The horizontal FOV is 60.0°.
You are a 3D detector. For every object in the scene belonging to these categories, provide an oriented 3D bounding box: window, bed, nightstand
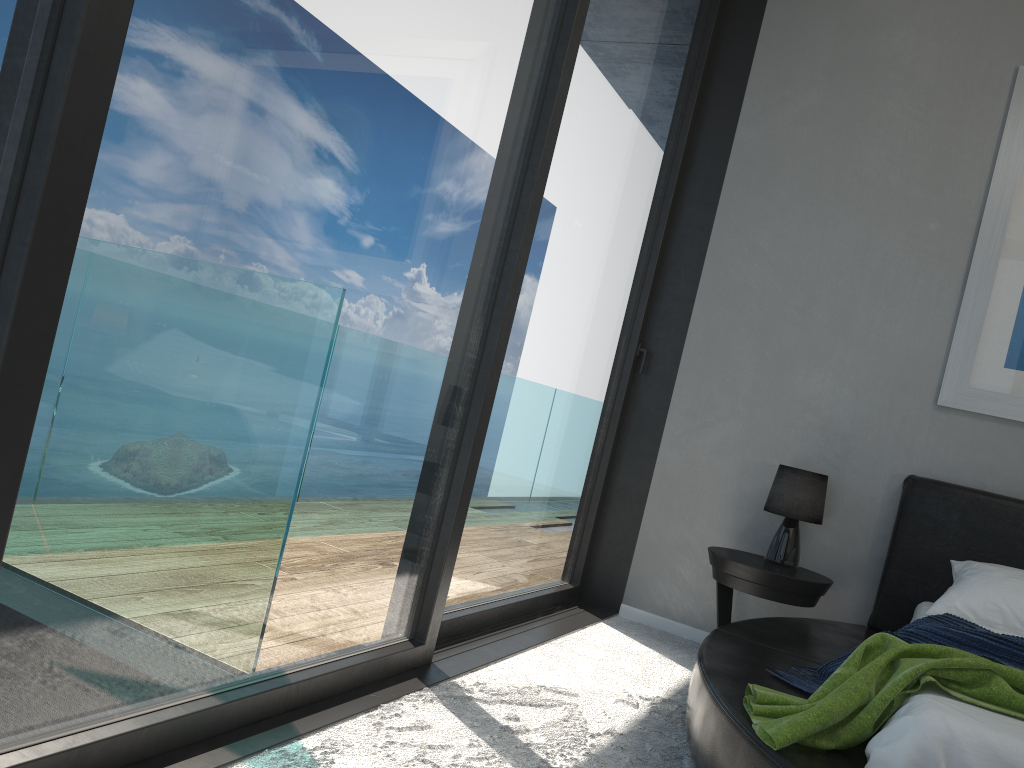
[{"bbox_3d":[2.239,-0.170,3.535,3.588,3.183,9.744,13,-1,26],"label":"window"},{"bbox_3d":[1.799,0.861,2.054,2.749,0.934,2.622,13,-1,26],"label":"bed"},{"bbox_3d":[0.983,0.937,3.564,0.495,0.440,0.498,13,0,37],"label":"nightstand"}]

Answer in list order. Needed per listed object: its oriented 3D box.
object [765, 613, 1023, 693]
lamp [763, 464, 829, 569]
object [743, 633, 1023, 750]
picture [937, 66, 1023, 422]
[{"bbox_3d":[1.383,0.890,1.609,0.686,0.568,2.150,14,-1,-22],"label":"object"},{"bbox_3d":[1.150,0.547,3.638,0.242,0.400,0.219,13,0,-5],"label":"lamp"},{"bbox_3d":[1.578,0.878,1.628,2.297,0.342,0.647,13,-1,25],"label":"object"},{"bbox_3d":[2.670,-0.412,3.190,1.796,1.400,0.025,13,0,25],"label":"picture"}]
